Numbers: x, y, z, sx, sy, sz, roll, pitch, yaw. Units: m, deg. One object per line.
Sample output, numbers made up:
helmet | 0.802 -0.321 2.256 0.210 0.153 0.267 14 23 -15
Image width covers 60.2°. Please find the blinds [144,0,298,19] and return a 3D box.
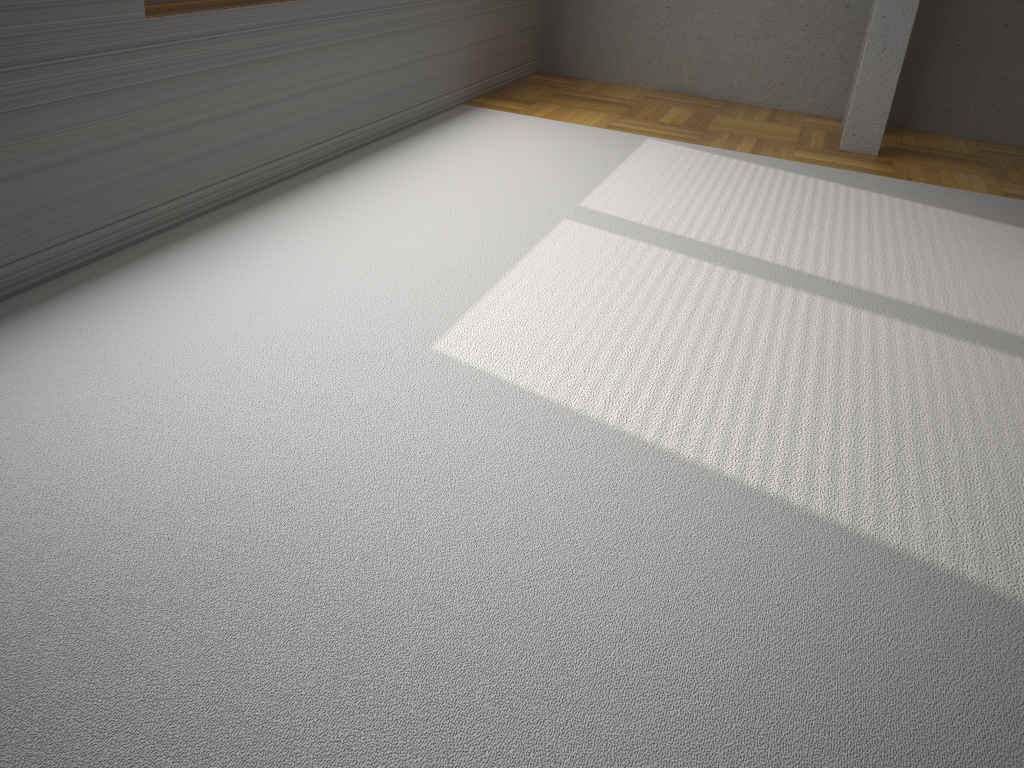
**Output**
blinds | -0.623 -2.441 3.320 0.012 1.982 3.627 13 29 15

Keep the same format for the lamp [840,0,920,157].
lamp | 2.092 -2.159 4.784 0.201 1.640 0.819 13 27 15
